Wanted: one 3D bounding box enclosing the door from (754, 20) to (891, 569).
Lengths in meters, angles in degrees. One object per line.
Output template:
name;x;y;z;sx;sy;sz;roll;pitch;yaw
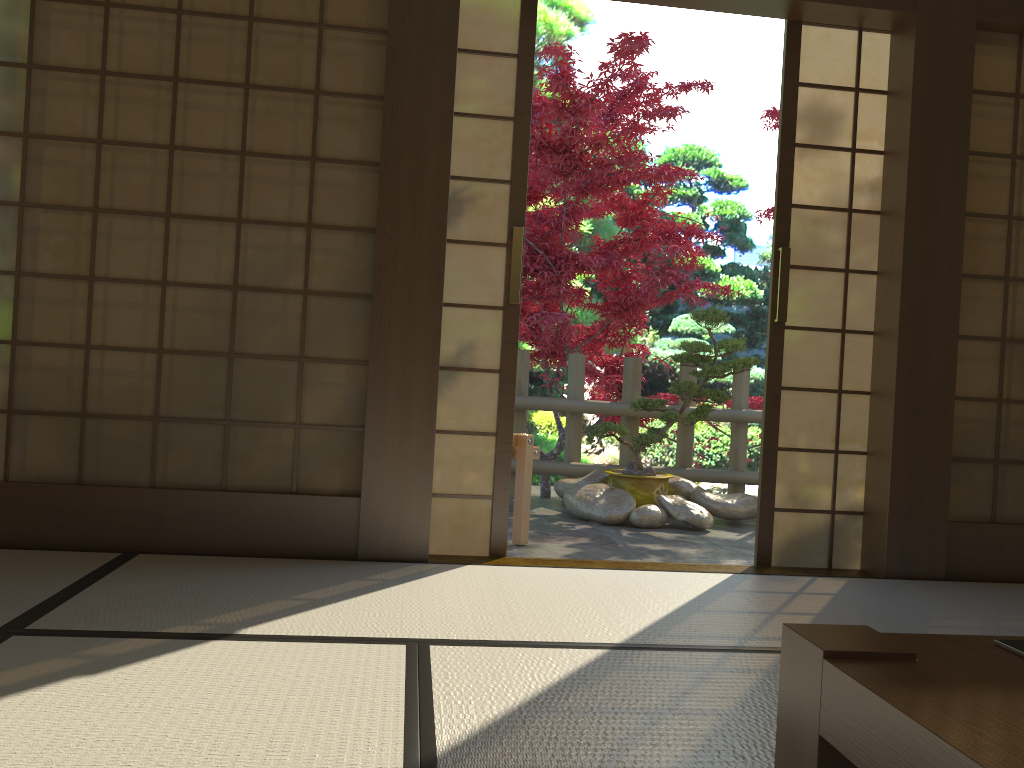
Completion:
door;2.001;-0.308;3.719;1.894;2.380;0.073;3;0;-6

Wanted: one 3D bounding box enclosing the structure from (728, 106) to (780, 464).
structure;3.619;-0.872;7.439;3.045;4.004;3.412;3;0;-4

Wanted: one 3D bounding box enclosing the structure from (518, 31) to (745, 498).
structure;0.082;-1.074;6.956;3.412;4.004;3.045;3;0;26

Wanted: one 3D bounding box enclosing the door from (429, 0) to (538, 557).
door;-0.898;-0.473;3.392;1.894;2.380;0.073;3;0;-6

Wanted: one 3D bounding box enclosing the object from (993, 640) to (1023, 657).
object;0.906;0.382;1.148;0.400;0.007;0.300;3;0;-6

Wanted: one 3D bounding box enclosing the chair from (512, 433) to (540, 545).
chair;-0.358;0.458;4.338;0.698;0.598;0.704;3;0;40

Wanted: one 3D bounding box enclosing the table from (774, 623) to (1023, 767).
table;0.934;0.553;0.845;1.000;0.350;1.000;3;0;-6

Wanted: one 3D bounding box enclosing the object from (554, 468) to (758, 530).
object;0.925;0.710;5.577;1.260;0.276;1.147;3;0;-11

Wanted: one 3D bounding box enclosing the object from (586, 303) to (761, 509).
object;1.011;0.161;5.595;1.032;1.362;0.586;3;0;20

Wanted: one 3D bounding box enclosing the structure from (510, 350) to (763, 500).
structure;0.883;0.365;6.221;7.456;1.136;0.245;3;0;-6
